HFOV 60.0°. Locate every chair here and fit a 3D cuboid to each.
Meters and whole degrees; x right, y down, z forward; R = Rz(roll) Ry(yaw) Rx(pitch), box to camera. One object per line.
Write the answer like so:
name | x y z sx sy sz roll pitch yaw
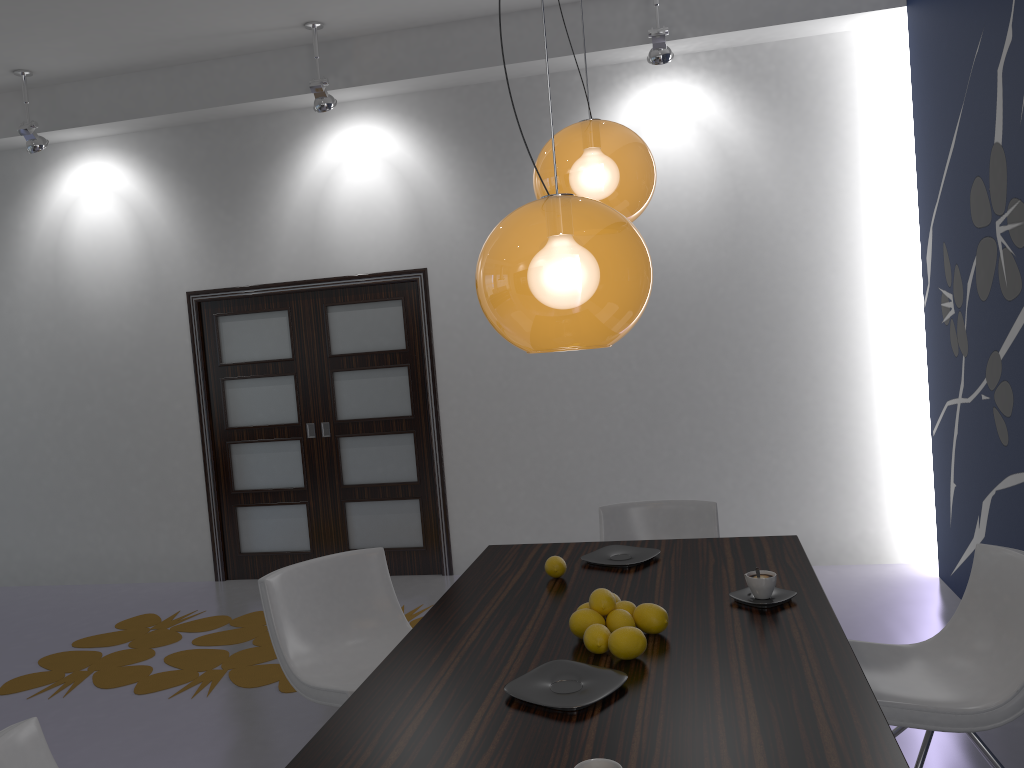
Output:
chair | -0.781 1.131 1.839 0.620 0.805 0.508 -6 3 -18
chair | -0.511 1.042 3.108 0.508 0.805 0.620 -8 4 -43
chair | 1.272 0.924 2.576 0.620 0.805 0.508 -4 3 7
chair | 0.612 0.923 3.618 0.508 0.805 0.620 -4 3 12

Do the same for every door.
door | -1.318 0.313 6.184 1.764 2.061 0.220 -4 3 12

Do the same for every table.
table | 0.286 1.032 2.274 1.127 0.783 2.046 -4 3 12

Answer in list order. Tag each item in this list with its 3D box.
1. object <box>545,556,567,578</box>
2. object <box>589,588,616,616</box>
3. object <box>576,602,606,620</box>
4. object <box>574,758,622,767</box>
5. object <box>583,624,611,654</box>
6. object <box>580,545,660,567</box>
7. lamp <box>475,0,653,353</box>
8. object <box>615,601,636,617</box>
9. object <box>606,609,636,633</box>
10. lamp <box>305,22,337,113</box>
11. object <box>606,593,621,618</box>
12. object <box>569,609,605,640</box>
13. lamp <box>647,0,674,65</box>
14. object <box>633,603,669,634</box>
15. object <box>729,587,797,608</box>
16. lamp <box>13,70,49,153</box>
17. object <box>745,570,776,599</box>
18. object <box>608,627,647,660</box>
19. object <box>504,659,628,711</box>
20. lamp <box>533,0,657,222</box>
object | 0.140 0.586 2.841 0.070 0.068 0.083 -4 3 16
object | 0.233 0.563 2.285 0.070 0.068 0.083 -4 3 16
object | 0.207 0.608 2.332 0.083 0.068 0.070 -6 3 -19
object | 0.135 0.657 1.427 0.081 0.064 0.101 -2 4 38
object | 0.208 0.618 2.148 0.070 0.068 0.083 -4 3 16
object | 0.368 0.586 3.004 0.232 0.020 0.232 -2 4 40
lamp | 0.037 -1.052 1.756 0.358 1.974 0.359 -4 3 17
object | 0.290 0.602 2.315 0.083 0.068 0.070 -6 3 -19
object | 0.274 0.606 2.234 0.069 0.071 0.081 -5 3 -11
lamp | -1.150 -1.879 5.303 0.150 0.511 0.185 -4 3 12
object | 0.264 0.600 2.399 0.070 0.068 0.083 -4 3 16
object | 0.191 0.608 2.242 0.094 0.080 0.076 -4 3 13
lamp | 0.803 -2.017 4.893 0.150 0.511 0.185 -4 3 12
object | 0.353 0.596 2.252 0.079 0.077 0.094 -7 4 -34
object | 0.692 0.588 2.450 0.154 0.020 0.154 -7 4 -33
lamp | -3.103 -1.741 5.713 0.150 0.511 0.185 -4 3 12
object | 0.682 0.558 2.455 0.101 0.064 0.081 -2 4 37
object | 0.272 0.611 2.092 0.094 0.077 0.079 -5 3 -14
object | 0.119 0.662 1.945 0.232 0.020 0.232 -2 4 40
lamp | 0.185 -1.271 2.548 0.359 1.645 0.358 -3 3 23
